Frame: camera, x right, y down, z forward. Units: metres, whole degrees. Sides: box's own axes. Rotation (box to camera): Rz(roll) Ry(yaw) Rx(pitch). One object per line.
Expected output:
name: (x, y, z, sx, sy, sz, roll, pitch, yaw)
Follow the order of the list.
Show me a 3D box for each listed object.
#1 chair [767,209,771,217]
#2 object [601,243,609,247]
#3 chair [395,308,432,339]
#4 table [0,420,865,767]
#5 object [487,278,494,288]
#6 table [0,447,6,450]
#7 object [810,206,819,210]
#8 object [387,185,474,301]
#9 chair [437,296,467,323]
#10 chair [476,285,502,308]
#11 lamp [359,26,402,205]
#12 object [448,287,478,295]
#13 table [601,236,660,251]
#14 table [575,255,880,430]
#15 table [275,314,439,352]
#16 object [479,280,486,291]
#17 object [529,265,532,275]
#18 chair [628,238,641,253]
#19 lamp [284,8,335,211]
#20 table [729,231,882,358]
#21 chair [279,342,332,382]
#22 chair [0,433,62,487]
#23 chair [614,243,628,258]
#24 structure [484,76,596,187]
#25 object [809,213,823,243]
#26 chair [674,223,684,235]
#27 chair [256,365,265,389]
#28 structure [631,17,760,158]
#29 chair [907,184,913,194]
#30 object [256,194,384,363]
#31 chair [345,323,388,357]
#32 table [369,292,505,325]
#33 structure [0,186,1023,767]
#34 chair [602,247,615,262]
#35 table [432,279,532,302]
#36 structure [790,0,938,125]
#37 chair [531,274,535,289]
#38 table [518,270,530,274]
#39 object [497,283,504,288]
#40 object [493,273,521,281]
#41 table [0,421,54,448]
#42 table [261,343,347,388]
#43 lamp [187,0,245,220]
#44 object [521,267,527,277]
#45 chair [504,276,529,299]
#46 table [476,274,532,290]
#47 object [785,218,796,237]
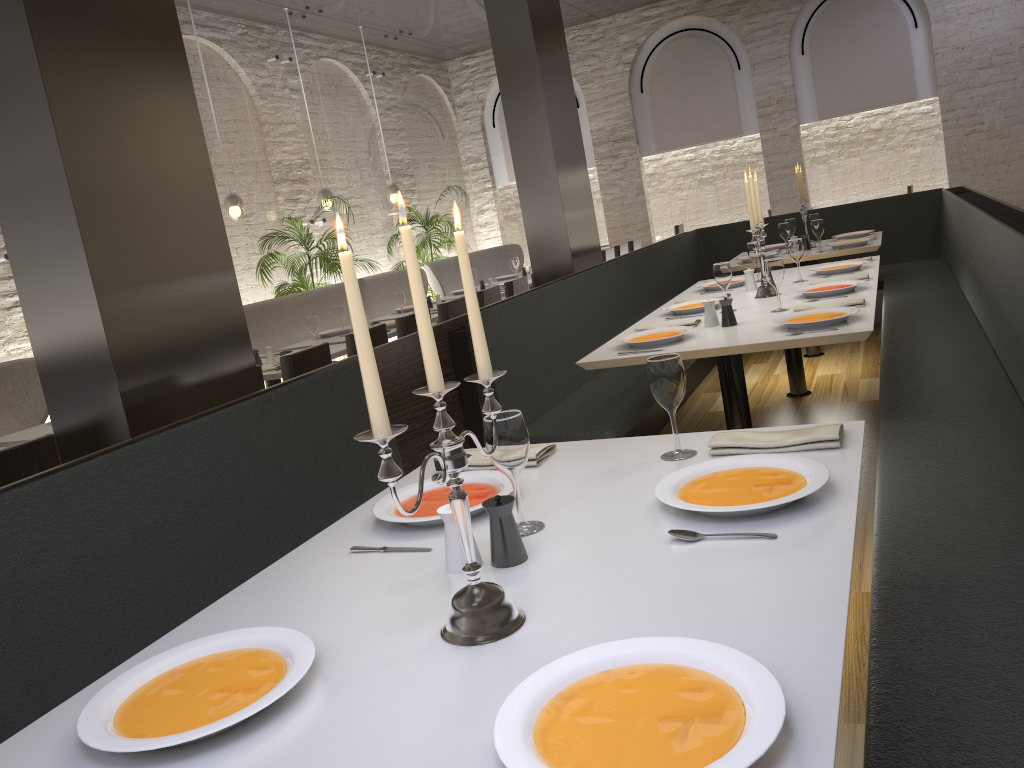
chair: (3.951, -2.055, 12.448, 0.564, 0.901, 0.415, -7, 9, 24)
object: (1.424, -2.113, 13.526, 0.323, 0.036, 0.322, -16, 12, -30)
chair: (-0.765, 0.008, 5.804, 0.564, 0.901, 0.415, -7, 9, 24)
table: (-0.112, 0.797, 1.149, 1.098, 0.755, 2.558, -6, 11, 24)
object: (-0.210, -0.991, 8.728, 0.060, 0.109, 0.059, -15, 10, -29)
table: (-2.369, 0.768, 3.637, 0.934, 0.756, 1.018, -6, 10, 24)
object: (2.920, -1.593, 8.521, 0.086, 0.229, 0.086, -16, 10, -35)
object: (-0.947, -1.423, 10.970, 1.144, 1.964, 1.196, -10, 8, 5)
chair: (-0.549, -0.123, 6.313, 0.564, 0.901, 0.415, -7, 9, 24)
chair: (-0.322, -0.261, 6.847, 0.564, 0.901, 0.415, -7, 9, 24)
lamp: (-1.545, -3.095, 10.259, 0.177, 2.029, 0.179, -10, 8, 4)
object: (-0.480, -0.928, 8.883, 0.323, 0.036, 0.322, -16, 11, -28)
table: (1.741, -1.756, 13.468, 0.934, 0.756, 1.018, -6, 10, 24)
table: (1.303, -0.061, 4.475, 1.098, 0.755, 2.558, -6, 11, 24)
table: (-1.041, -0.038, 6.758, 0.934, 0.756, 1.018, -6, 10, 24)
object: (-0.291, -0.974, 8.716, 0.060, 0.109, 0.059, -15, 10, -29)
object: (0.213, -1.248, 9.724, 0.060, 0.109, 0.059, -15, 10, -29)
chair: (1.316, -1.254, 10.694, 0.564, 0.901, 0.415, -7, 9, 24)
lamp: (-2.078, -2.771, 9.007, 0.177, 2.029, 0.179, -10, 8, 4)
table: (2.285, -0.656, 6.782, 1.098, 0.756, 1.197, -6, 10, 24)
chair: (-1.209, 0.277, 4.761, 0.564, 0.901, 0.415, -7, 9, 24)
chair: (-1.872, 0.679, 3.203, 0.564, 0.901, 0.415, -7, 9, 24)
chair: (1.094, -1.119, 10.173, 0.564, 0.901, 0.415, -7, 9, 24)
structure: (0.345, -3.831, 12.825, 1.630, 1.665, 0.098, -6, 9, 24)
object: (2.429, -1.245, 7.089, 0.086, 0.229, 0.086, -11, 8, -5)
chair: (2.318, -1.886, 13.186, 0.564, 0.901, 0.415, -7, 9, 24)
chair: (-1.426, 0.409, 4.251, 0.564, 0.901, 0.415, -7, 9, 24)
structure: (2.392, -4.043, 11.899, 1.630, 1.665, 0.098, -6, 9, 24)
chair: (5.139, -2.178, 11.911, 0.564, 0.901, 0.415, -7, 9, 24)
object: (-1.907, -0.848, 8.753, 1.149, 1.964, 1.190, -14, 9, -24)
chair: (-0.981, 0.139, 5.297, 0.564, 0.901, 0.415, -7, 9, 24)
table: (-0.591, -0.311, 7.815, 0.934, 0.756, 1.018, -6, 10, 24)
structure: (0.694, 0.187, 3.029, 2.367, 0.995, 10.832, -6, 11, 24)
chair: (0.879, -0.989, 9.667, 0.564, 0.901, 0.415, -7, 9, 24)
table: (-0.162, -0.571, 8.825, 0.934, 0.756, 1.018, -6, 10, 24)
structure: (4.312, -4.242, 11.031, 1.630, 1.665, 0.098, -6, 9, 24)
chair: (0.123, -0.531, 7.892, 0.564, 0.901, 0.415, -7, 9, 24)
table: (0.700, -1.094, 10.849, 0.934, 0.756, 1.018, -6, 10, 24)
object: (0.006, -0.978, 8.661, 0.323, 0.036, 0.322, -16, 11, -28)
object: (-0.056, -1.185, 9.878, 0.323, 0.036, 0.322, -16, 11, -28)
table: (-1.934, 0.504, 4.660, 0.934, 0.756, 1.018, -6, 10, 24)
table: (-1.487, 0.233, 5.710, 0.934, 0.756, 1.018, -6, 10, 24)
lamp: (-2.622, -2.442, 7.729, 0.177, 2.029, 0.179, -9, 8, 10)
object: (0.132, -1.230, 9.711, 0.060, 0.109, 0.059, -15, 10, -29)
chair: (-0.103, -0.393, 7.360, 0.564, 0.901, 0.415, -7, 9, 24)
table: (0.262, -0.828, 9.820, 0.934, 0.756, 1.018, -6, 10, 24)
object: (2.206, -1.186, 6.988, 0.087, 0.229, 0.086, -15, 9, -29)
